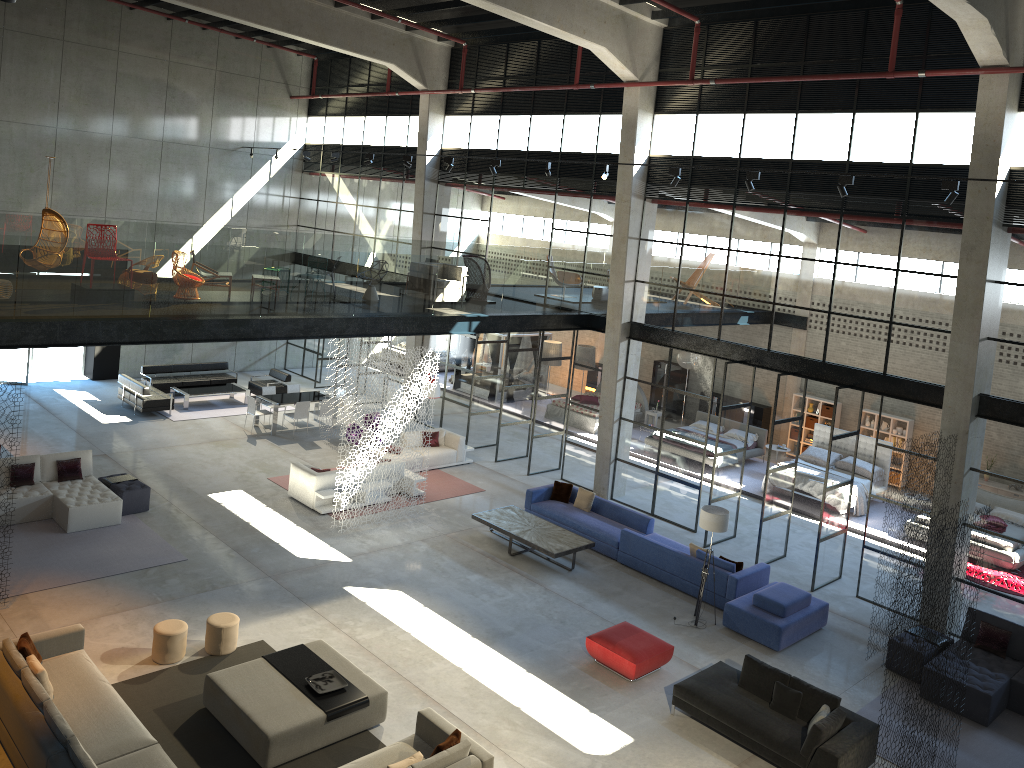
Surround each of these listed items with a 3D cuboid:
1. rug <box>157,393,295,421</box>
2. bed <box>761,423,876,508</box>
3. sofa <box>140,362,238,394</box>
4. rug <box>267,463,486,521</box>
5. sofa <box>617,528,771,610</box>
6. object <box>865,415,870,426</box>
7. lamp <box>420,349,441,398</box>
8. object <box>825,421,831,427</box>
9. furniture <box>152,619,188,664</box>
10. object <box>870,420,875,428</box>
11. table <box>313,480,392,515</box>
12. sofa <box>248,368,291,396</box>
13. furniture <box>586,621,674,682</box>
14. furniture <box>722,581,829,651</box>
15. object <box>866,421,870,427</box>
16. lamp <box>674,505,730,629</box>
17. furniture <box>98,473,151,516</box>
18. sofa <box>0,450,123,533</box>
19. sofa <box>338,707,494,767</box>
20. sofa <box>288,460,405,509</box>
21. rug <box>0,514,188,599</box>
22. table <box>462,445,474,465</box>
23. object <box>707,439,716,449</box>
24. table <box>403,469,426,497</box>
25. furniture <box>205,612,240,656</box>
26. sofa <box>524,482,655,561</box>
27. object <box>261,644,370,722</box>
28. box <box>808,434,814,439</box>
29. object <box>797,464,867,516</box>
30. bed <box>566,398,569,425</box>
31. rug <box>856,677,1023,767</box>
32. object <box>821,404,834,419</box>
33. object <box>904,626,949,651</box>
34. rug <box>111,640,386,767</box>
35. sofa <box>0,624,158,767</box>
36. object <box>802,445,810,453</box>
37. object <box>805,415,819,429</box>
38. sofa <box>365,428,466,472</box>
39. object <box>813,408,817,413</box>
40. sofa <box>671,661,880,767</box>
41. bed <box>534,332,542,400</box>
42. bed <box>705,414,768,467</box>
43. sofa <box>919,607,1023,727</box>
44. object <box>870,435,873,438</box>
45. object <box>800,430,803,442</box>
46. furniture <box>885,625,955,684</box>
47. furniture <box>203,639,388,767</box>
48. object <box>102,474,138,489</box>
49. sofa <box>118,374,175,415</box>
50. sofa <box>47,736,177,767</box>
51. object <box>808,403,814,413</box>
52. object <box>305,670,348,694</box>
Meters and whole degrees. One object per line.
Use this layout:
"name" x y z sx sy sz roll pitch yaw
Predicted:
"rug" -7.811 0.542 23.281 3.392 0.025 2.448 -5 16 -44
"bed" 7.246 1.928 20.163 2.317 1.403 2.252 -3 13 -45
"sofa" -8.854 -0.120 24.143 2.453 0.750 0.833 -4 13 -44
"rug" -2.762 2.086 18.144 3.630 0.020 2.689 -5 16 -44
"sofa" 3.040 2.981 14.831 1.053 0.715 2.372 -2 13 -44
"object" 9.164 0.946 22.613 0.095 0.260 0.095 6 4 6
"lamp" -1.678 -0.286 18.560 0.438 1.091 0.446 3 5 -36
"object" 8.437 1.072 23.312 0.058 0.132 0.264 2 10 -44
"furniture" -4.231 3.181 10.845 0.400 0.396 0.407 2 8 -30
"object" 9.238 1.017 22.462 0.099 0.202 0.101 5 5 -17
"table" -3.011 2.158 16.711 1.570 0.365 0.305 -5 12 -44
"sofa" -6.760 0.038 24.439 0.820 0.752 0.965 -1 11 -44
"furniture" 1.584 3.597 11.835 0.855 0.372 0.868 -4 14 -44
"furniture" 4.054 3.419 13.404 1.537 0.549 0.964 -4 14 -44
"object" 9.123 1.023 22.486 0.109 0.155 0.111 2 7 -33
"lamp" 2.902 2.772 13.221 0.434 1.728 0.667 9 5 42
"furniture" -6.888 1.942 15.555 0.973 0.451 0.509 14 11 40
"sofa" -8.542 1.899 13.850 4.152 0.860 1.853 -5 14 -44
"sofa" -1.379 3.844 8.176 2.337 0.715 1.070 -4 13 -44
"sofa" -3.233 1.868 17.292 2.138 0.663 0.962 -4 13 -44
"rug" -7.256 2.574 13.337 3.630 0.020 2.689 -5 16 -44
"table" -1.307 1.580 20.514 0.300 0.366 0.915 0 11 -44
"object" 4.601 1.499 22.232 0.718 0.244 2.144 -4 15 -44
"table" -2.275 1.967 18.057 0.300 0.365 1.220 0 12 -44
"furniture" -3.689 3.175 11.161 0.405 0.396 0.402 11 9 34
"sofa" 1.418 2.537 16.517 1.054 0.598 2.372 -3 14 -44
"object" -2.272 3.377 10.041 0.535 0.086 1.496 -5 15 -43
"box" 8.115 1.422 23.658 0.131 0.108 0.216 -2 12 -44
"object" 6.875 2.294 19.839 0.651 0.651 2.318 0 12 -41
"bed" 2.474 0.466 25.329 2.340 1.267 2.062 -3 13 -44
"rug" 6.103 4.552 10.359 2.648 0.020 3.686 -5 16 -44
"object" 8.445 0.726 23.288 0.323 0.294 0.328 -1 11 -44
"object" 5.980 3.668 12.663 0.300 0.098 0.527 -3 14 -39
"rug" -2.951 3.829 9.266 2.648 0.020 3.686 -5 16 -44
"sofa" -4.651 3.316 9.124 1.053 0.715 2.372 -2 13 -44
"object" 8.038 1.850 23.641 0.323 0.294 0.328 -1 11 -44
"object" 8.128 1.038 23.593 0.323 0.294 0.328 -1 11 -44
"sofa" -2.148 1.506 19.684 2.147 0.662 0.956 -4 13 -44
"object" 8.177 0.706 23.655 0.185 0.130 0.187 7 9 9
"sofa" 3.056 3.949 10.351 1.081 0.556 2.140 -3 14 -43
"bed" -0.337 -0.718 27.800 2.312 2.059 2.282 -2 11 -44
"bed" 5.026 1.466 22.665 2.396 0.860 2.292 -4 14 -44
"sofa" 7.496 4.161 10.842 1.825 0.860 4.216 -3 14 -44
"object" 9.204 1.426 22.439 0.098 0.201 0.100 4 5 -28
"object" 7.807 1.361 23.901 0.323 0.294 0.328 -1 11 -44
"furniture" 5.853 3.855 12.583 0.959 0.451 0.517 -2 11 -39
"furniture" -2.440 3.554 9.902 1.537 0.395 1.471 -5 15 -44
"object" -6.975 1.733 15.637 0.304 0.098 0.519 15 14 39
"sofa" -9.204 0.259 22.050 0.820 0.750 1.677 -1 12 -44
"sofa" -3.044 3.812 7.467 1.053 0.715 2.372 -2 13 -44
"object" 8.035 0.646 23.586 0.156 0.246 0.154 10 7 37
"object" -2.086 3.361 9.863 0.386 0.035 0.392 -4 15 -40
